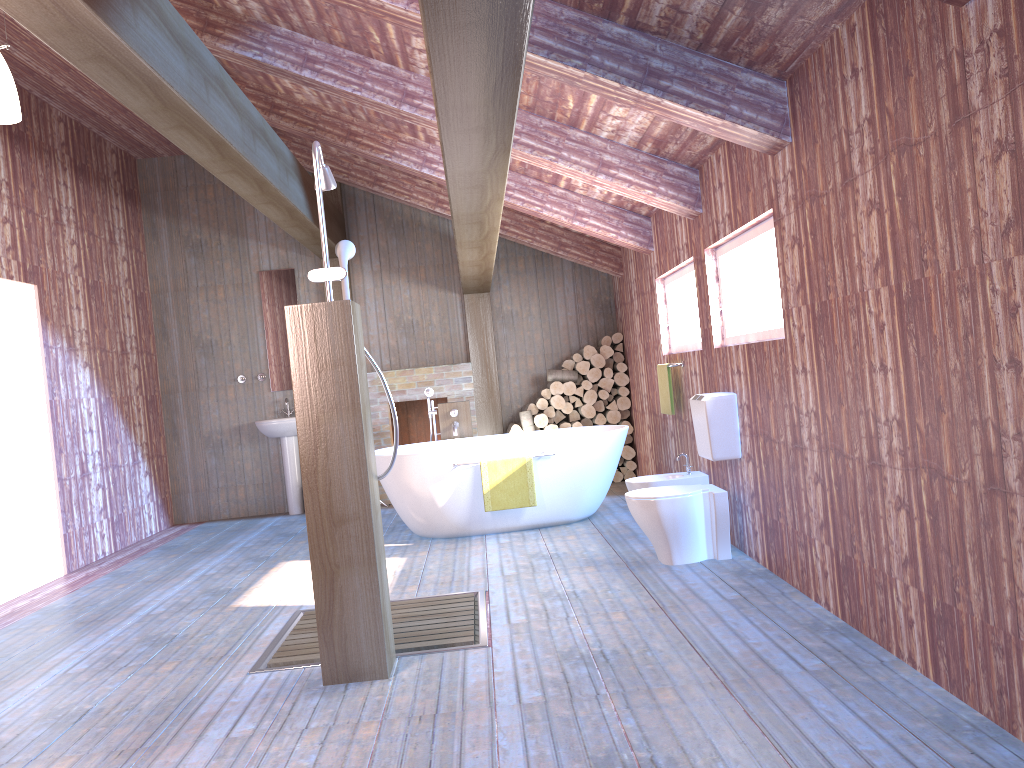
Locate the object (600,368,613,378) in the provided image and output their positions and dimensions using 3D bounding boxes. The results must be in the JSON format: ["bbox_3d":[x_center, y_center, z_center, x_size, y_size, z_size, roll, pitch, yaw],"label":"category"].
[{"bbox_3d":[0.917,-0.107,8.681,0.089,0.106,0.437,-6,0,-1],"label":"object"}]

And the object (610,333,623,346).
[{"bbox_3d":[1.017,-0.440,8.722,0.112,0.113,0.271,-6,0,-2],"label":"object"}]

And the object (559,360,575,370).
[{"bbox_3d":[0.548,-0.176,8.765,0.140,0.121,0.319,-6,0,-1],"label":"object"}]

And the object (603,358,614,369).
[{"bbox_3d":[0.927,-0.193,8.784,0.132,0.119,0.319,-6,0,-1],"label":"object"}]

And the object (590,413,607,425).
[{"bbox_3d":[0.838,0.338,8.657,0.114,0.113,0.301,-6,0,-4],"label":"object"}]

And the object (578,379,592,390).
[{"bbox_3d":[0.709,0.005,8.671,0.102,0.109,0.438,-6,0,-2],"label":"object"}]

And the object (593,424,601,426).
[{"bbox_3d":[0.851,0.445,8.653,0.116,0.117,0.289,-6,0,-4],"label":"object"}]

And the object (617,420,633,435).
[{"bbox_3d":[1.076,0.420,8.712,0.139,0.137,0.455,-6,0,-4],"label":"object"}]

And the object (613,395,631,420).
[{"bbox_3d":[1.068,0.233,8.700,0.137,0.256,0.439,-6,0,-2],"label":"object"}]

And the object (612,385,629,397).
[{"bbox_3d":[1.063,0.067,8.689,0.102,0.109,0.438,-6,0,-2],"label":"object"}]

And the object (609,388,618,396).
[{"bbox_3d":[1.000,0.074,8.731,0.088,0.092,0.280,-6,0,-1],"label":"object"}]

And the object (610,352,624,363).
[{"bbox_3d":[1.030,-0.259,8.723,0.107,0.115,0.269,-6,0,-1],"label":"object"}]

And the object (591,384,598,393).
[{"bbox_3d":[0.789,0.045,8.657,0.095,0.090,0.278,-6,0,-1],"label":"object"}]

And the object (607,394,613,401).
[{"bbox_3d":[0.947,0.135,8.673,0.067,0.069,0.177,-6,0,-2],"label":"object"}]

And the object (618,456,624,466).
[{"bbox_3d":[1.047,0.754,8.740,0.085,0.091,0.280,-6,0,-4],"label":"object"}]

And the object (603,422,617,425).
[{"bbox_3d":[0.958,0.432,8.786,0.118,0.106,0.319,-6,0,-4],"label":"object"}]

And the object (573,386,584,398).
[{"bbox_3d":[0.627,0.085,8.668,0.109,0.124,0.424,-6,0,-3],"label":"object"}]

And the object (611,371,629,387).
[{"bbox_3d":[1.042,-0.050,8.692,0.147,0.152,0.439,-6,0,-2],"label":"object"}]

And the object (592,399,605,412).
[{"bbox_3d":[0.825,0.211,8.666,0.111,0.118,0.302,-6,0,-3],"label":"object"}]

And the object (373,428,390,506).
[{"bbox_3d":[-1.416,0.757,8.530,0.276,0.888,0.333,-5,1,40],"label":"object"}]

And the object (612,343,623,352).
[{"bbox_3d":[1.028,-0.356,8.739,0.081,0.100,0.281,-6,0,-2],"label":"object"}]

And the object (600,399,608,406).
[{"bbox_3d":[0.891,0.178,8.670,0.065,0.069,0.177,-6,0,-3],"label":"object"}]

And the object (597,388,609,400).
[{"bbox_3d":[0.869,0.096,8.680,0.102,0.109,0.438,-6,0,-2],"label":"object"}]

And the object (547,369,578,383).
[{"bbox_3d":[0.486,-0.078,8.564,0.302,0.157,0.121,-6,0,-1],"label":"object"}]

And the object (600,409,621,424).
[{"bbox_3d":[0.961,0.316,8.694,0.137,0.133,0.437,-6,0,-4],"label":"object"}]

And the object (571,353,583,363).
[{"bbox_3d":[0.631,-0.254,8.661,0.094,0.097,0.227,-6,0,-1],"label":"object"}]

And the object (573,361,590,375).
[{"bbox_3d":[0.672,-0.160,8.691,0.139,0.148,0.458,-6,0,-2],"label":"object"}]

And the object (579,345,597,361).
[{"bbox_3d":[0.744,-0.306,8.694,0.135,0.139,0.456,-6,0,-1],"label":"object"}]

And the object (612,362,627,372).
[{"bbox_3d":[1.044,-0.164,8.687,0.102,0.109,0.438,-6,0,-2],"label":"object"}]

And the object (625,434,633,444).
[{"bbox_3d":[1.101,0.524,8.747,0.114,0.113,0.301,-6,0,-4],"label":"object"}]

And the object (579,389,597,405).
[{"bbox_3d":[0.744,0.131,8.677,0.136,0.157,0.439,-6,0,-1],"label":"object"}]

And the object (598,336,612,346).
[{"bbox_3d":[0.913,-0.406,8.717,0.104,0.121,0.270,-6,0,-1],"label":"object"}]

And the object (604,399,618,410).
[{"bbox_3d":[0.950,0.199,8.685,0.115,0.112,0.423,-6,0,-2],"label":"object"}]

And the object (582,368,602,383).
[{"bbox_3d":[0.779,-0.081,8.678,0.143,0.151,0.440,-6,0,-2],"label":"object"}]

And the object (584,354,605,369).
[{"bbox_3d":[0.805,-0.220,8.679,0.141,0.143,0.437,-6,0,-4],"label":"object"}]

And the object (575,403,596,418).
[{"bbox_3d":[0.713,0.259,8.676,0.141,0.143,0.437,-6,0,-4],"label":"object"}]

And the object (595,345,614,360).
[{"bbox_3d":[0.904,-0.307,8.702,0.133,0.142,0.456,-6,0,-1],"label":"object"}]

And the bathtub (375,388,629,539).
[{"bbox_3d":[-0.112,0.533,6.751,1.935,1.109,1.460,-6,0,20],"label":"bathtub"}]

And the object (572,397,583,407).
[{"bbox_3d":[0.641,0.174,8.676,0.085,0.096,0.280,-6,0,-1],"label":"object"}]

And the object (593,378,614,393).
[{"bbox_3d":[0.895,0.012,8.711,0.172,0.151,0.482,-6,0,-1],"label":"object"}]

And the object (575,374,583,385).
[{"bbox_3d":[0.628,-0.050,8.768,0.121,0.124,0.291,-6,0,-1],"label":"object"}]

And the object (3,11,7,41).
[{"bbox_3d":[-0.941,-0.465,6.200,0.258,3.264,5.569,-6,0,19],"label":"object"}]
